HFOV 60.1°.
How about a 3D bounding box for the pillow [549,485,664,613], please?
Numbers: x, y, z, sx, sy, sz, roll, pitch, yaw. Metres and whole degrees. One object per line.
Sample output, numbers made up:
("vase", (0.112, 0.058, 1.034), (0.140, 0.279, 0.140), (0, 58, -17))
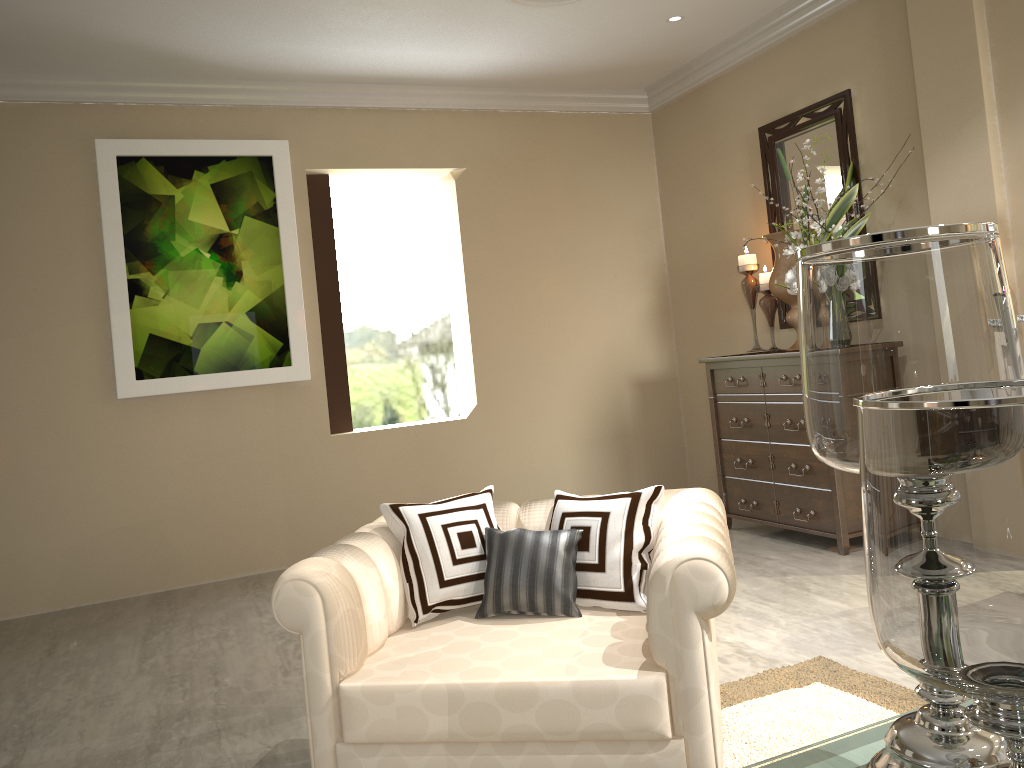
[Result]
("pillow", (0.196, 0.363, 1.936), (0.299, 0.269, 0.198), (-6, 0, 37))

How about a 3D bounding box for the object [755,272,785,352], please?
("object", (1.199, -0.338, 4.120), (0.103, 0.374, 0.102), (-5, -2, -33))

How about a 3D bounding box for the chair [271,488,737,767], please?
("chair", (0.045, 0.561, 1.852), (0.848, 0.553, 0.711), (-6, 0, 12))

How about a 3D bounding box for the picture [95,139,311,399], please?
("picture", (-1.442, -0.563, 4.177), (0.865, 1.182, 0.060), (-6, -1, -23))

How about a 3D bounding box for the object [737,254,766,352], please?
("object", (1.147, -0.390, 4.232), (0.103, 0.471, 0.102), (-5, -2, -33))

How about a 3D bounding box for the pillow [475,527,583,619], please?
("pillow", (0.039, 0.400, 1.874), (0.250, 0.187, 0.128), (-6, -1, 14))

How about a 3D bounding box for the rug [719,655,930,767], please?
("rug", (0.192, 0.855, 0.495), (2.676, 0.022, 2.964), (-6, 2, -23))

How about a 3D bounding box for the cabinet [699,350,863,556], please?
("cabinet", (1.280, 0.257, 3.897), (0.428, 0.814, 0.822), (-5, 0, -23))

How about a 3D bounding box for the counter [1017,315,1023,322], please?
("counter", (2.170, -0.235, 1.702), (0.379, 0.021, 2.333), (-6, 2, -23))

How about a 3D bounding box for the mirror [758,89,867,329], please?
("mirror", (1.387, -0.766, 4.055), (0.035, 0.995, 0.599), (-5, -1, -23))

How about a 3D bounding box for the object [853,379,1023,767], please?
("object", (0.481, 0.256, 0.861), (0.237, 0.505, 0.236), (-5, -1, -26))

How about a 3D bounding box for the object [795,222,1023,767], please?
("object", (0.517, 0.156, 1.115), (0.251, 0.684, 0.250), (-5, -1, -18))

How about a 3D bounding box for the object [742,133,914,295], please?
("object", (1.305, -0.576, 3.670), (0.606, 0.853, 0.560), (-6, -1, -10))

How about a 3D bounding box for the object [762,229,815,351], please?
("object", (1.263, -0.415, 3.956), (0.222, 0.523, 0.221), (-5, -1, -28))

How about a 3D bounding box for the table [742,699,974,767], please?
("table", (0.749, 0.662, 0.667), (1.059, 0.345, 1.297), (-6, 1, -23))

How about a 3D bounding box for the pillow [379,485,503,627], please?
("pillow", (-0.128, 0.375, 1.977), (0.284, 0.251, 0.185), (-6, 0, -30))
